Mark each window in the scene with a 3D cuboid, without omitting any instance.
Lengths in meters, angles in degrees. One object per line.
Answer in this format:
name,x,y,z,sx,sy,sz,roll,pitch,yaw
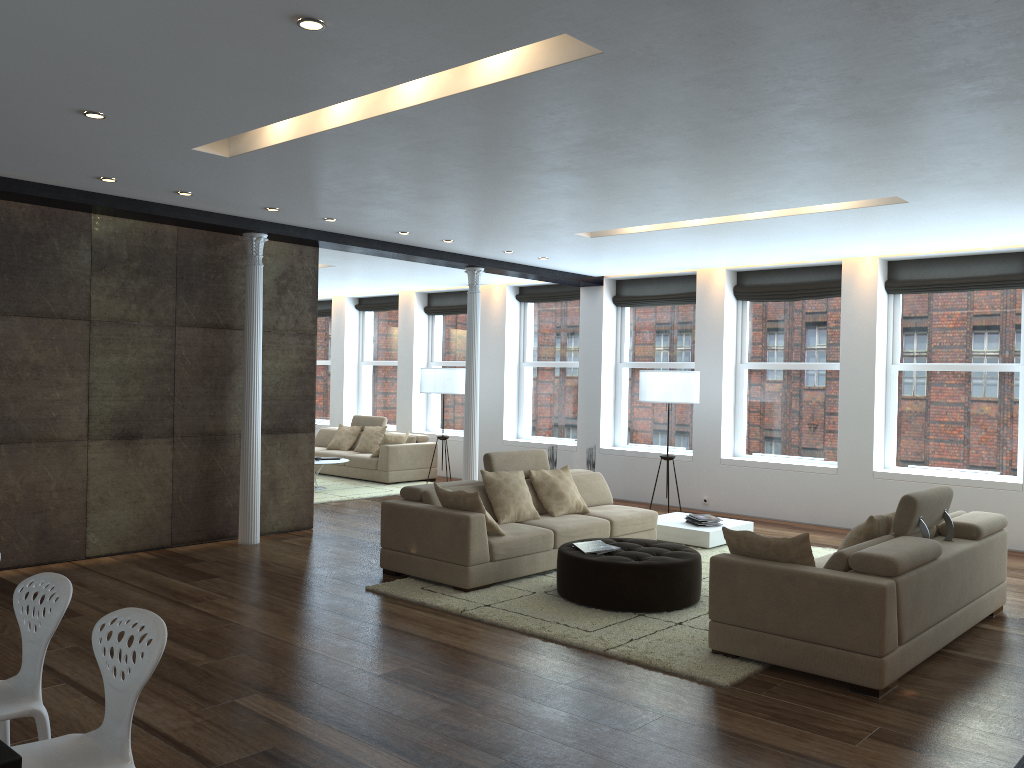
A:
window,-2.241,-0.343,15.676,1.444,2.400,0.123,2,0,42
window,1.991,-0.228,11.898,1.432,2.400,0.123,2,0,42
window,-4.097,0.165,25.584,13.698,17.917,34.761,2,0,42
window,-0.902,-0.307,14.481,1.345,2.400,0.123,2,0,42
window,0.640,-0.265,13.104,1.391,2.400,0.123,2,0,42
window,3.361,-0.191,10.675,1.442,2.400,0.123,2,0,42
window,4.735,-0.154,9.449,1.443,2.400,0.123,2,0,42

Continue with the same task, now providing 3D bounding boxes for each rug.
rug,1.424,1.577,7.210,2.972,0.020,4.231,2,0,42
rug,-3.285,1.439,13.125,4.231,0.020,2.972,2,0,42

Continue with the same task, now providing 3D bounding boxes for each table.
table,-2.763,1.153,2.658,3.400,0.733,1.200,2,0,42
table,-2.771,1.250,12.261,1.022,0.393,1.022,1,0,-4
table,1.830,1.481,9.017,0.900,0.170,0.900,2,0,42

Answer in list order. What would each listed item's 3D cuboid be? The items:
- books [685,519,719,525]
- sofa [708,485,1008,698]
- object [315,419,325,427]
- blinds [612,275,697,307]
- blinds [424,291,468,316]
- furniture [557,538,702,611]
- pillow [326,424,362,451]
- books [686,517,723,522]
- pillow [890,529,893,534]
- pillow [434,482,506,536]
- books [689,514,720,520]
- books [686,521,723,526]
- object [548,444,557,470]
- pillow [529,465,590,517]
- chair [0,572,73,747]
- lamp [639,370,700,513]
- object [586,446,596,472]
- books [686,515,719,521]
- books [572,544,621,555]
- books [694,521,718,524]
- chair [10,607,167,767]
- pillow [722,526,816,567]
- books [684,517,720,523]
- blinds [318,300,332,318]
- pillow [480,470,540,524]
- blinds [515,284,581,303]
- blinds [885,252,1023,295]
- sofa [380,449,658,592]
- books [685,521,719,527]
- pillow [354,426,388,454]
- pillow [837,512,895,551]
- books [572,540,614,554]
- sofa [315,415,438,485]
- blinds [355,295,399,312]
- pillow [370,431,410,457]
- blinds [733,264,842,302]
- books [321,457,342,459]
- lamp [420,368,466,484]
books,1.894,1.374,8.839,0.220,0.010,0.300,1,0,-13
sofa,2.365,1.141,5.799,1.021,0.950,2.581,2,0,42
object,-3.910,0.899,15.102,1.125,1.014,1.119,1,0,28
blinds,1.961,-1.243,11.834,1.431,0.395,0.183,2,0,42
blinds,-0.922,-1.322,14.429,1.342,0.393,0.156,2,0,42
furniture,0.858,1.382,6.536,1.057,0.355,1.057,2,0,44
pillow,-2.692,0.862,14.299,0.519,0.416,0.368,2,0,37
books,1.919,1.346,8.844,0.220,0.010,0.300,1,0,-33
pillow,2.615,1.026,6.074,0.368,0.416,0.519,2,0,37
pillow,-0.338,0.968,6.854,0.395,0.393,0.518,1,0,-45
books,1.919,1.326,8.844,0.220,0.010,0.300,1,0,-8
books,1.918,1.384,8.844,0.220,0.010,0.300,1,0,-28
object,0.529,1.151,11.661,0.458,0.781,0.458,2,0,41
pillow,0.416,0.966,8.038,0.519,0.416,0.368,1,0,-44
chair,-1.867,1.119,3.072,0.495,0.835,0.581,2,0,42
lamp,1.824,0.710,10.373,0.698,1.728,0.698,1,0,-24
object,1.022,1.163,11.513,0.458,0.781,0.458,2,0,41
books,1.894,1.335,8.838,0.220,0.010,0.300,1,0,-13
books,0.616,1.199,6.497,0.219,0.031,0.300,1,0,-33
books,1.918,1.365,8.844,0.220,0.010,0.300,1,0,2
chair,-1.347,1.133,2.602,0.495,0.835,0.581,2,0,42
pillow,1.525,1.019,5.191,0.518,0.393,0.395,2,0,38
books,1.894,1.354,8.838,0.220,0.010,0.300,1,0,-23
blinds,-3.612,-1.428,16.831,1.377,0.327,0.156,2,0,42
pillow,-0.009,0.949,7.580,0.534,0.439,0.301,1,0,-45
blinds,0.622,-1.340,13.052,1.396,0.275,0.156,2,0,42
blinds,4.716,-1.169,9.396,1.442,0.393,0.156,2,0,42
sofa,0.167,1.081,7.761,1.021,0.950,2.581,2,0,42
books,1.893,1.393,8.839,0.220,0.010,0.300,1,0,-13
pillow,-2.218,0.864,13.893,0.534,0.439,0.301,2,0,38
pillow,2.209,1.009,5.600,0.301,0.439,0.534,2,0,38
books,0.591,1.191,6.491,0.220,0.040,0.301,1,0,-13
sofa,-2.418,0.988,14.054,2.581,0.950,1.018,2,0,42
blinds,-2.257,-1.418,15.622,1.442,0.275,0.156,2,0,42
pillow,-1.810,0.899,13.209,0.395,0.393,0.518,2,0,38
blinds,3.343,-1.199,10.621,1.439,0.424,0.156,2,0,42
books,-2.578,1.042,12.481,0.300,0.010,0.220,1,0,-33
lamp,-1.002,0.633,12.896,0.698,1.728,0.698,1,0,-24
